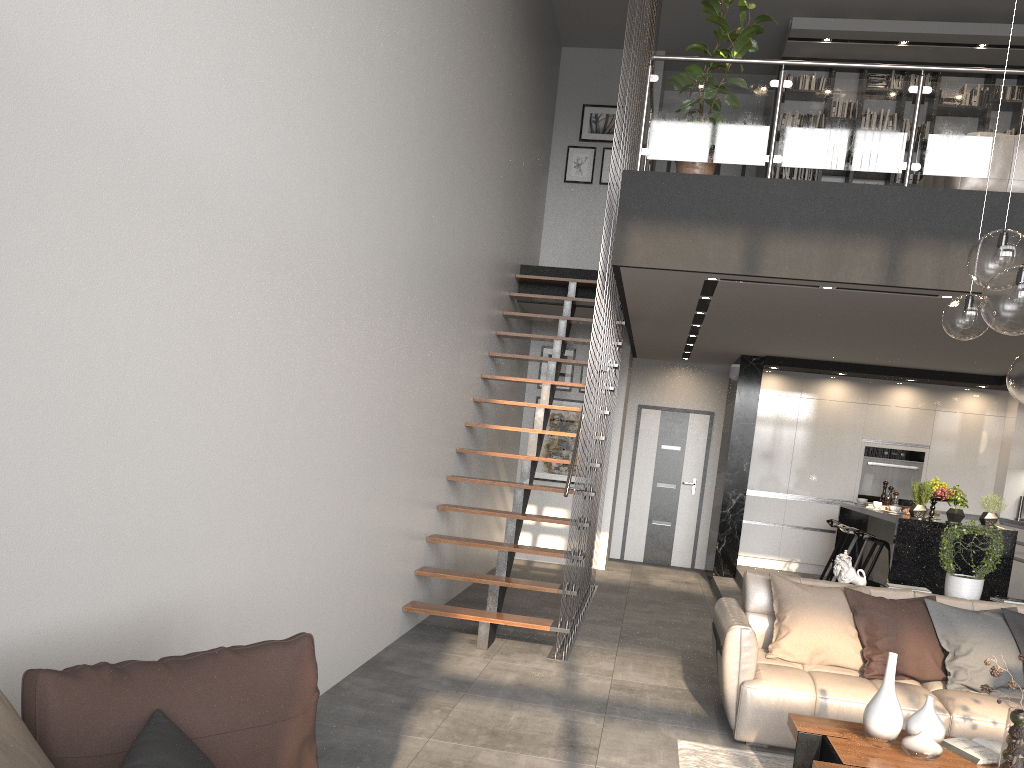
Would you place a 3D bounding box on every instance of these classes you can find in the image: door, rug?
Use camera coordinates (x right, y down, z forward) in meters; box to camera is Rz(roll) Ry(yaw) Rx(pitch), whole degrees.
[{"bbox_3d":[2.025,1.357,11.475,0.972,2.109,0.167,7,6,9],"label":"door"},{"bbox_3d":[2.366,-1.929,11.137,0.972,2.109,0.167,7,6,9],"label":"door"},{"bbox_3d":[1.864,1.903,3.638,2.291,0.020,1.604,6,-3,9],"label":"rug"}]

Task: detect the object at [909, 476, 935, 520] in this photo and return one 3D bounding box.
[{"bbox_3d":[3.357,0.923,7.158,0.187,0.373,0.193,3,5,-36],"label":"object"}]

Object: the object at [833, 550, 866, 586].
[{"bbox_3d":[2.153,1.204,5.565,0.205,0.293,0.135,7,4,28],"label":"object"}]

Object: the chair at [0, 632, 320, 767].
[{"bbox_3d":[-0.435,1.105,1.793,1.432,0.909,1.484,6,-1,26],"label":"chair"}]

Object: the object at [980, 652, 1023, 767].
[{"bbox_3d":[2.130,1.266,3.417,0.544,0.610,0.312,5,4,-20],"label":"object"}]

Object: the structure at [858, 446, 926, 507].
[{"bbox_3d":[4.377,1.080,10.281,0.653,0.640,0.648,6,1,9],"label":"structure"}]

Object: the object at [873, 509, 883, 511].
[{"bbox_3d":[3.432,1.166,8.071,0.227,0.003,0.228,6,-3,9],"label":"object"}]

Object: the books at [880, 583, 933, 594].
[{"bbox_3d":[2.505,1.336,5.543,0.347,0.101,0.193,6,-1,9],"label":"books"}]

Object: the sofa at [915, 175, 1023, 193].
[{"bbox_3d":[4.073,-1.373,6.331,2.270,0.790,2.281,6,-2,9],"label":"sofa"}]

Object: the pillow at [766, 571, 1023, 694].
[{"bbox_3d":[2.421,1.444,4.893,1.936,0.506,0.540,6,1,8],"label":"pillow"}]

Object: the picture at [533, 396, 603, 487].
[{"bbox_3d":[0.669,0.686,10.420,0.869,1.006,0.024,6,6,9],"label":"picture"}]

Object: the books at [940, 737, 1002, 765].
[{"bbox_3d":[2.022,1.553,3.701,0.344,0.040,0.230,7,-3,-13],"label":"books"}]

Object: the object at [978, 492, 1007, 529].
[{"bbox_3d":[3.885,1.018,7.087,0.219,0.287,0.210,7,3,22],"label":"object"}]

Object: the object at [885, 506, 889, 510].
[{"bbox_3d":[3.480,1.149,8.025,0.074,0.043,0.127,6,-2,2],"label":"object"}]

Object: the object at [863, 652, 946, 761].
[{"bbox_3d":[1.647,1.329,3.649,0.313,0.403,0.319,7,3,28],"label":"object"}]

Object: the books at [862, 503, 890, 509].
[{"bbox_3d":[3.572,1.188,8.466,0.322,0.039,0.172,6,-3,8],"label":"books"}]

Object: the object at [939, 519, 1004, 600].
[{"bbox_3d":[2.836,1.124,5.456,0.386,0.583,0.212,5,5,-10],"label":"object"}]

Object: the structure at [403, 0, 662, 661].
[{"bbox_3d":[0.391,-1.000,7.502,1.175,6.123,3.568,7,4,10],"label":"structure"}]

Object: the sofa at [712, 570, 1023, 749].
[{"bbox_3d":[2.696,1.625,4.381,3.234,0.828,1.871,6,-2,9],"label":"sofa"}]

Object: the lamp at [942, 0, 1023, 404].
[{"bbox_3d":[2.334,-2.210,3.081,1.229,5.060,1.215,7,5,6],"label":"lamp"}]

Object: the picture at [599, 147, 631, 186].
[{"bbox_3d":[1.193,-2.497,10.061,0.332,0.416,0.024,6,6,9],"label":"picture"}]

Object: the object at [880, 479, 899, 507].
[{"bbox_3d":[3.855,1.119,8.881,0.151,0.287,0.198,5,3,-8],"label":"object"}]

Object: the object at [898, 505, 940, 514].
[{"bbox_3d":[4.108,1.270,8.841,0.289,0.030,0.400,6,-3,9],"label":"object"}]

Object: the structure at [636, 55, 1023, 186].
[{"bbox_3d":[3.161,-1.417,6.973,4.209,0.747,3.368,6,-3,9],"label":"structure"}]

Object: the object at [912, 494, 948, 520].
[{"bbox_3d":[3.597,1.058,7.484,0.369,0.190,0.363,7,-2,-27],"label":"object"}]

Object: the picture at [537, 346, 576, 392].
[{"bbox_3d":[0.529,-0.182,10.371,0.409,0.512,0.024,6,6,9],"label":"picture"}]

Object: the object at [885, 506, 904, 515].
[{"bbox_3d":[3.307,1.093,7.569,0.156,0.071,0.153,7,-2,-22],"label":"object"}]

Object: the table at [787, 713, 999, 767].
[{"bbox_3d":[1.893,1.724,3.490,1.448,0.359,0.895,6,-2,9],"label":"table"}]

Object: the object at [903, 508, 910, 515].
[{"bbox_3d":[3.536,1.131,7.780,0.131,0.060,0.069,6,1,9],"label":"object"}]

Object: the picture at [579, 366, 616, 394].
[{"bbox_3d":[1.010,-0.049,10.305,0.409,0.339,0.024,6,6,9],"label":"picture"}]

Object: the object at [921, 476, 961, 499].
[{"bbox_3d":[3.623,0.894,7.474,0.346,0.217,0.317,6,0,6],"label":"object"}]

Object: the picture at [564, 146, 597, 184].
[{"bbox_3d":[0.789,-2.533,10.122,0.332,0.416,0.024,6,6,9],"label":"picture"}]

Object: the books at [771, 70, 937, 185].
[{"bbox_3d":[4.482,-2.081,9.242,3.428,2.362,0.210,6,6,9],"label":"books"}]

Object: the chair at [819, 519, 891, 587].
[{"bbox_3d":[3.221,1.704,8.211,0.433,0.743,1.723,7,-2,10],"label":"chair"}]

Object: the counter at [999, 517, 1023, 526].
[{"bbox_3d":[5.353,1.381,7.838,0.608,0.040,3.449,5,-3,10],"label":"counter"}]

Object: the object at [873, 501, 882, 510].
[{"bbox_3d":[3.398,1.132,8.143,0.084,0.071,0.076,6,1,-31],"label":"object"}]

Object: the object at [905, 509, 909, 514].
[{"bbox_3d":[3.514,1.126,7.730,0.073,0.060,0.060,6,1,30],"label":"object"}]

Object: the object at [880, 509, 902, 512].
[{"bbox_3d":[3.470,1.163,8.030,0.189,0.012,0.193,3,-4,42],"label":"object"}]

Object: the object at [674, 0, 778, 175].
[{"bbox_3d":[1.365,-2.034,5.841,0.766,1.487,0.527,8,5,29],"label":"object"}]

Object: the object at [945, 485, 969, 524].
[{"bbox_3d":[3.607,0.975,7.102,0.177,0.316,0.171,7,4,20],"label":"object"}]

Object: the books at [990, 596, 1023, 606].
[{"bbox_3d":[3.147,1.393,5.442,0.324,0.100,0.204,6,-2,9],"label":"books"}]

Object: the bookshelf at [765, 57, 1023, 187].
[{"bbox_3d":[4.479,-2.036,9.256,3.511,2.550,0.245,6,6,9],"label":"bookshelf"}]

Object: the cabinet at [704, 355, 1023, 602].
[{"bbox_3d":[3.953,0.752,8.150,3.609,3.275,6.185,6,-1,9],"label":"cabinet"}]

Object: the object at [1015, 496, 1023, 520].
[{"bbox_3d":[5.642,1.301,9.461,0.321,0.377,0.066,6,6,9],"label":"object"}]

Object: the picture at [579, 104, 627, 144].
[{"bbox_3d":[1.042,-2.985,10.044,0.502,0.416,0.024,6,6,9],"label":"picture"}]

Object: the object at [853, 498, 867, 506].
[{"bbox_3d":[3.503,1.183,8.770,0.156,0.071,0.153,7,-2,-22],"label":"object"}]
